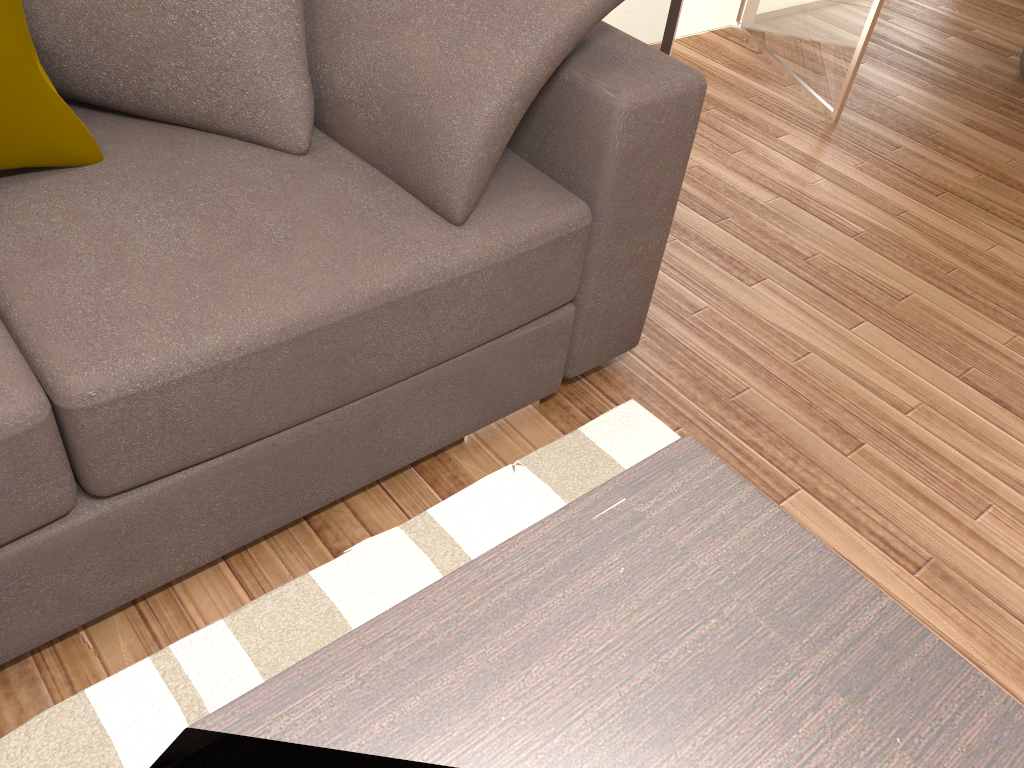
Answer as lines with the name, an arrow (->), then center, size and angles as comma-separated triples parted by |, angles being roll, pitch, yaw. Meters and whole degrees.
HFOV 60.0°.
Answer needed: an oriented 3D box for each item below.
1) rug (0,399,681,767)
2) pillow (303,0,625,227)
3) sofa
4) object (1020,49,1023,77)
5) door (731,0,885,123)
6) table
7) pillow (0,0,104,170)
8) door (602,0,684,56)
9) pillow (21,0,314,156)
rug -> 0.040, 0.924, 1.112 | 2.122, 0.024, 1.791 | -25, 52, -32
pillow -> -0.153, -0.725, 1.784 | 0.560, 0.470, 0.749 | -29, 54, -34
sofa -> -1.198, 0.149, 1.212 | 3.565, 0.776, 1.906 | -25, 52, -32
object -> 2.622, -2.112, 3.350 | 2.046, 2.068, 2.011 | 28, 45, 20
door -> 1.302, -2.242, 3.015 | 0.060, 2.419, 0.967 | -5, 44, -15
table -> 0.062, 0.719, 0.924 | 1.110, 0.558, 0.856 | -25, 52, -32
pillow -> -1.003, -0.549, 1.406 | 0.382, 0.492, 0.658 | 33, 47, 25
door -> 0.104, -1.681, 2.195 | 0.967, 2.419, 0.060 | 22, 44, 15
pillow -> -0.703, -0.850, 1.617 | 0.811, 0.635, 0.399 | 10, 42, 2
